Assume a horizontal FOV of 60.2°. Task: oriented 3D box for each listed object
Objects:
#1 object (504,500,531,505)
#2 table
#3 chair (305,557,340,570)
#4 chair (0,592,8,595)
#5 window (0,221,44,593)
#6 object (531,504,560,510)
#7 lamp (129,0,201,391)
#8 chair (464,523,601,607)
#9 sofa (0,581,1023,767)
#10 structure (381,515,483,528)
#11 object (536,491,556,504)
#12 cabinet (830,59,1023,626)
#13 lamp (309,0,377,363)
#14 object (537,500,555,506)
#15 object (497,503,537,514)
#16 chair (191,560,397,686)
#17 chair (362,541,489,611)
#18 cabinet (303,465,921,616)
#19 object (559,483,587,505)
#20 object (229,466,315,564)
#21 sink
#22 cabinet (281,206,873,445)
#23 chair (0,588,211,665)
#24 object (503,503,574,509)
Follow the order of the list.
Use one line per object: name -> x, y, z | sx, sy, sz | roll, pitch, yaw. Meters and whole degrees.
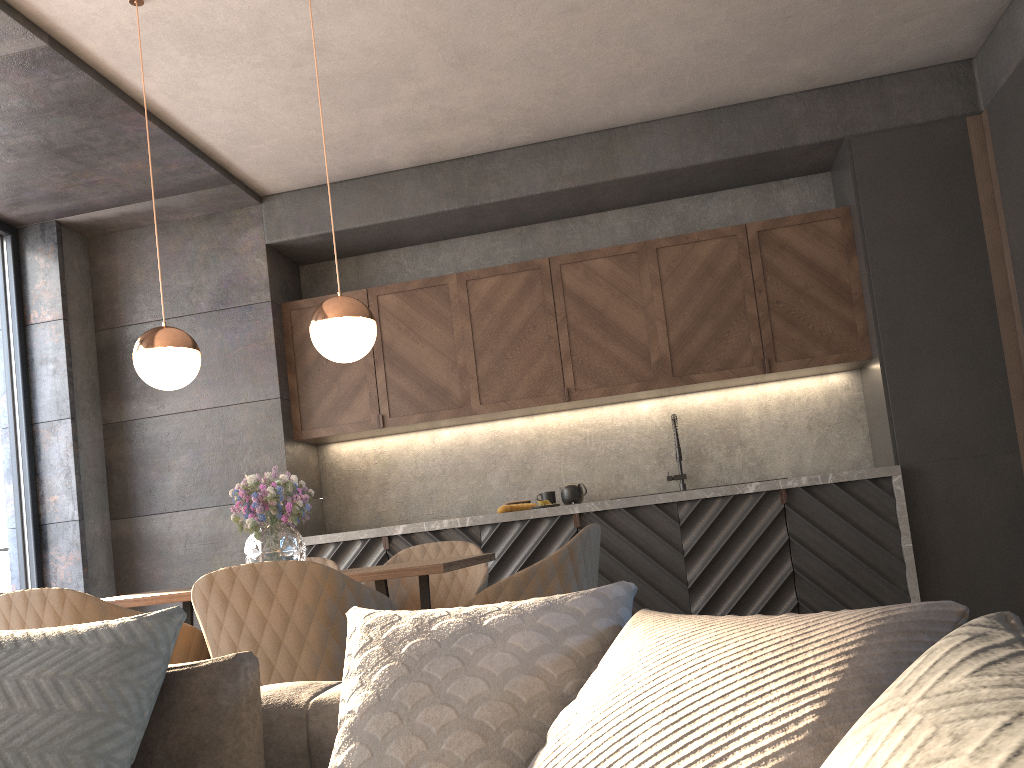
object -> 0.037, 0.737, 5.295 | 0.157, 0.067, 0.118 | -6, -8, -5
table -> -0.807, 1.076, 3.122 | 1.469, 0.763, 0.775 | -8, -7, 10
chair -> -0.961, 1.166, 3.746 | 0.555, 0.829, 0.514 | -7, -6, 4
chair -> -1.707, 1.175, 3.288 | 0.512, 0.829, 0.558 | -8, -6, 14
window -> -3.495, 0.012, 1.647 | 0.199, 2.970, 7.328 | -7, -9, 9
object -> 0.193, 0.710, 5.089 | 0.171, 0.020, 0.170 | -13, -12, 35
lamp -> -1.367, -0.736, 3.361 | 0.240, 1.532, 0.240 | -8, -5, 15
chair -> 0.081, 0.908, 2.938 | 0.512, 0.829, 0.558 | -8, -6, 14
sofa -> -0.411, 0.552, 0.352 | 2.027, 0.777, 2.936 | -8, -9, 9
structure -> -0.413, 0.830, 5.290 | 0.611, 0.017, 0.509 | -8, -10, 10
object -> 0.212, 0.694, 5.258 | 0.091, 0.103, 0.112 | -13, -9, 42
cabinet -> 2.525, -0.088, 4.466 | 1.189, 2.733, 1.210 | -8, -5, 10
lamp -> -0.684, -0.836, 3.239 | 0.238, 1.532, 0.241 | -5, -5, -15
object -> 0.192, 0.693, 5.090 | 0.120, 0.045, 0.117 | -9, -9, 15
object -> 0.039, 0.724, 5.145 | 0.301, 0.054, 0.072 | 1, -11, -39
chair -> -0.591, 0.914, 2.512 | 0.555, 0.829, 0.514 | -7, -6, 4
chair -> -0.330, 1.070, 3.611 | 0.556, 0.829, 0.514 | -8, -6, 9
cabinet -> 0.450, 1.170, 5.093 | 3.399, 0.943, 0.605 | -8, -6, 10
object -> 0.360, 0.655, 5.230 | 0.136, 0.136, 0.154 | -4, -8, -17
object -> -0.858, 0.500, 3.195 | 0.297, 0.405, 0.332 | -4, -7, -20
sink -> 1.033, 0.420, 5.066 | 0.964, 0.542, 0.464 | -8, -7, 10
cabinet -> 0.298, -0.295, 5.324 | 3.399, 0.859, 0.372 | -8, -5, 10
chair -> -1.189, 1.001, 2.615 | 0.557, 0.829, 0.512 | -9, -6, 19
object -> 0.147, 0.723, 5.139 | 0.490, 0.040, 0.287 | -7, -10, 5
